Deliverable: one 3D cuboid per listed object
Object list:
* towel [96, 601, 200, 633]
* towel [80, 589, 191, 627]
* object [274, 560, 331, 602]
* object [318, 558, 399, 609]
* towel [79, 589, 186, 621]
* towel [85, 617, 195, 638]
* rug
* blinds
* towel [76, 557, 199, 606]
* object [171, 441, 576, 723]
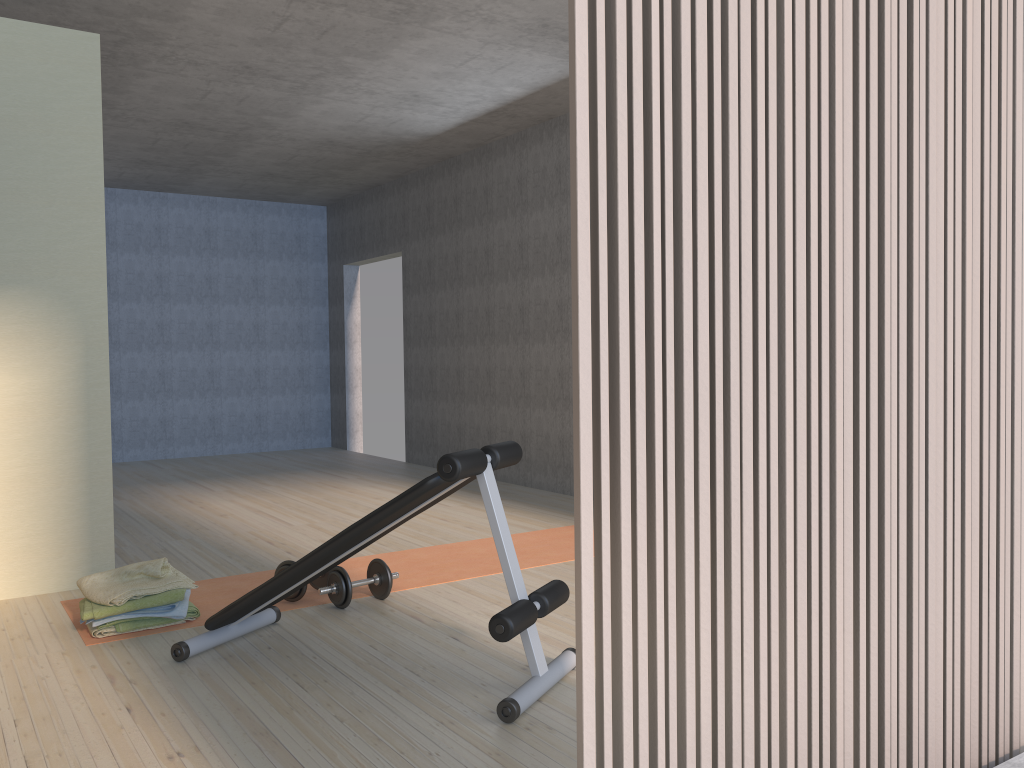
[{"bbox_3d":[-1.474,0.892,3.530,0.380,0.081,0.367,-2,2,-36],"label":"towel"},{"bbox_3d":[-1.477,0.867,3.505,0.383,0.078,0.383,-1,2,-17],"label":"towel"},{"bbox_3d":[-0.887,0.827,3.819,0.176,0.176,0.385,0,2,28],"label":"object"},{"bbox_3d":[-0.639,0.836,3.722,0.385,0.176,0.176,-2,3,-42],"label":"object"},{"bbox_3d":[-1.493,0.832,3.483,0.376,0.085,0.371,-2,2,-29],"label":"towel"},{"bbox_3d":[-1.494,0.915,3.527,0.376,0.044,0.371,-2,2,-35],"label":"towel"},{"bbox_3d":[-0.586,0.901,4.283,2.779,0.002,0.716,-2,2,-34],"label":"rug"},{"bbox_3d":[0.537,-0.394,1.435,1.133,2.744,0.069,-2,2,-34],"label":"blinds"},{"bbox_3d":[-1.486,0.777,3.508,0.373,0.123,0.384,1,2,40],"label":"towel"},{"bbox_3d":[-0.476,0.568,2.962,1.312,0.746,0.505,0,2,26],"label":"object"}]
